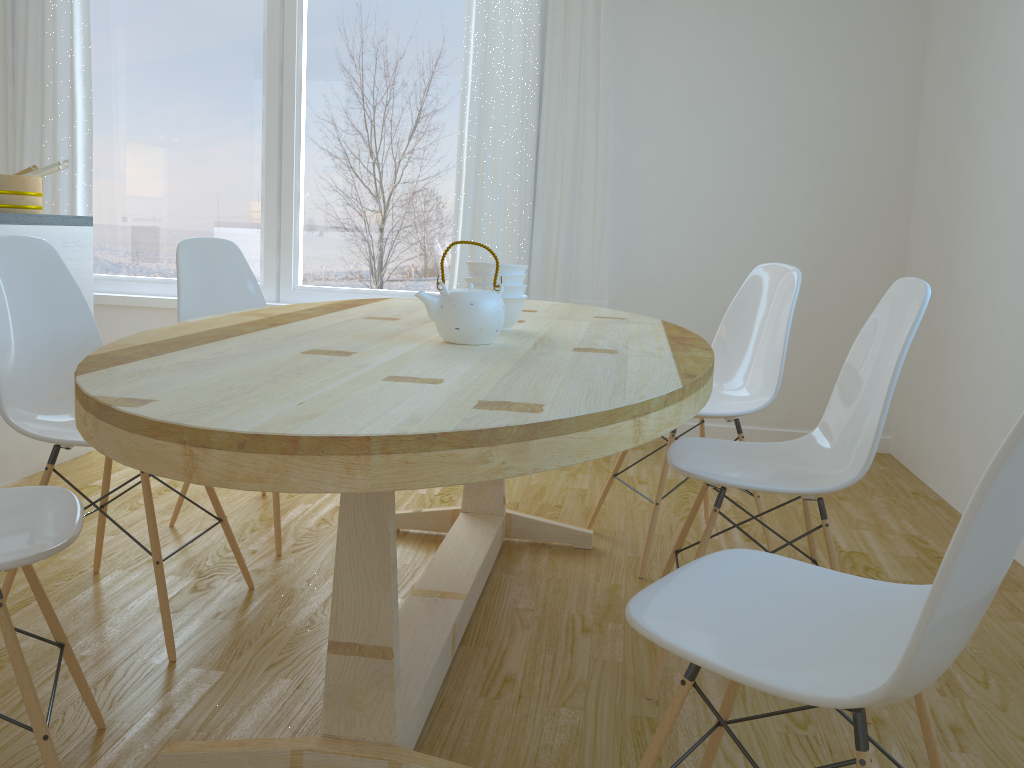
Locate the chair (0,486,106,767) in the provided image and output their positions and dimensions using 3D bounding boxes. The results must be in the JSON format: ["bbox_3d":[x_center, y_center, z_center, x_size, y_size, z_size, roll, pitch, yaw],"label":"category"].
[{"bbox_3d":[-0.910,0.243,1.332,0.523,0.895,0.433,0,7,-22],"label":"chair"}]

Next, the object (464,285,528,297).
[{"bbox_3d":[-0.040,-0.198,2.130,0.152,0.092,0.152,-6,12,-43],"label":"object"}]

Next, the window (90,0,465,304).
[{"bbox_3d":[-1.169,-1.375,4.533,2.728,1.905,0.089,4,6,8],"label":"window"}]

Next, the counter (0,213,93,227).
[{"bbox_3d":[-2.128,-0.472,2.378,0.601,0.040,2.419,4,10,7],"label":"counter"}]

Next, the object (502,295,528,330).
[{"bbox_3d":[-0.039,-0.174,2.130,0.152,0.082,0.153,-6,12,-43],"label":"object"}]

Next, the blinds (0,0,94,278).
[{"bbox_3d":[-2.523,-1.613,4.498,0.795,2.145,0.151,3,6,7],"label":"blinds"}]

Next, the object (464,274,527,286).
[{"bbox_3d":[-0.042,-0.222,2.129,0.151,0.095,0.153,6,10,24],"label":"object"}]

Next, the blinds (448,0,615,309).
[{"bbox_3d":[0.115,-1.437,4.149,0.795,2.145,0.151,3,6,8],"label":"blinds"}]

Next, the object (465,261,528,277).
[{"bbox_3d":[-0.038,-0.249,2.126,0.152,0.086,0.152,9,11,35],"label":"object"}]

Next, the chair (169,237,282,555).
[{"bbox_3d":[-0.787,-0.004,2.813,0.524,0.895,0.432,6,8,27],"label":"chair"}]

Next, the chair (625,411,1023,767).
[{"bbox_3d":[0.405,0.332,1.148,0.525,0.895,0.431,8,9,37],"label":"chair"}]

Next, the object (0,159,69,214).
[{"bbox_3d":[-1.950,-0.751,3.322,0.380,0.212,0.431,9,11,35],"label":"object"}]

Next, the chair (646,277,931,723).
[{"bbox_3d":[0.587,0.199,1.976,0.523,0.895,0.433,3,7,7],"label":"chair"}]

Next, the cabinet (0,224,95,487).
[{"bbox_3d":[-2.149,-0.003,2.429,0.601,0.903,2.419,3,9,7],"label":"cabinet"}]

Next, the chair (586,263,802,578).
[{"bbox_3d":[0.569,0.069,2.734,0.523,0.895,0.433,0,7,-17],"label":"chair"}]

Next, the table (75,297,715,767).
[{"bbox_3d":[-0.161,0.233,2.096,1.194,0.720,2.207,3,9,6],"label":"table"}]

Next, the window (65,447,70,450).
[{"bbox_3d":[0.243,-0.725,1.416,2.550,2.039,1.894,4,8,7],"label":"window"}]

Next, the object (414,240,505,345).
[{"bbox_3d":[-0.101,-0.193,1.842,0.177,0.210,0.148,3,7,7],"label":"object"}]
